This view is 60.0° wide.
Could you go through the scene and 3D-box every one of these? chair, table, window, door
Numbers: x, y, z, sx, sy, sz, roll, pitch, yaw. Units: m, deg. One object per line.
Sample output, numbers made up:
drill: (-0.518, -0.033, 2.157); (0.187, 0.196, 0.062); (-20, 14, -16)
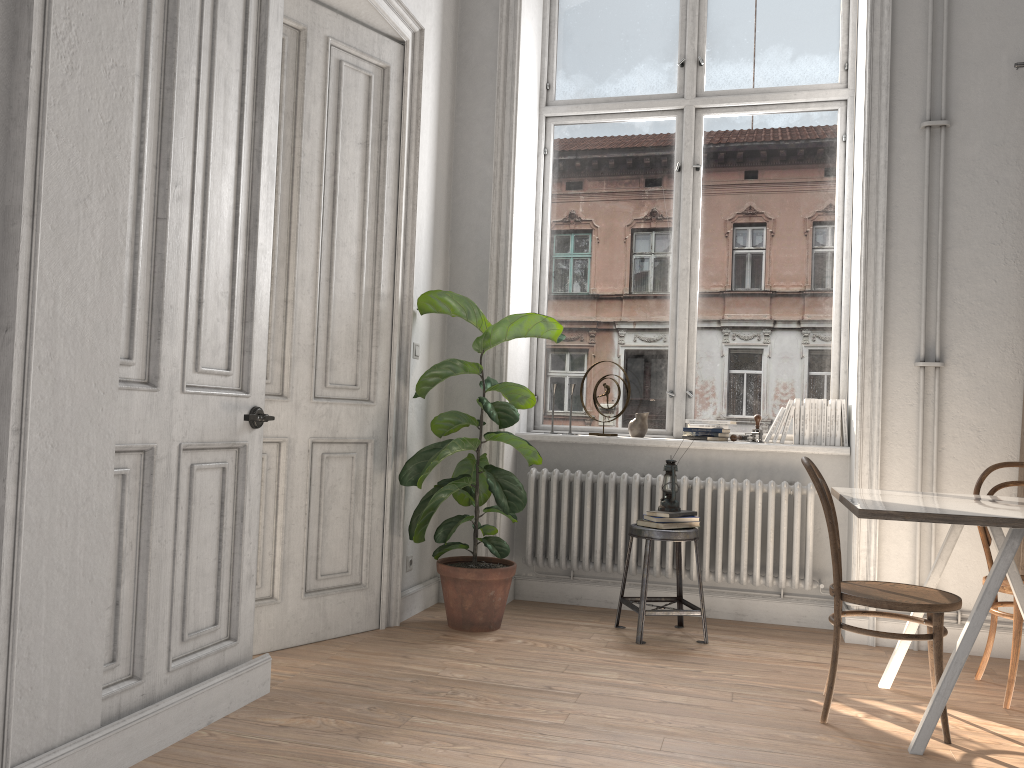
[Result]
chair: (2.111, 0.781, 3.540); (0.438, 0.920, 0.549); (2, -2, 14)
table: (2.265, 0.832, 2.967); (2.200, 0.779, 1.100); (2, -2, 16)
window: (1.015, -1.152, 5.117); (1.622, 2.842, 0.013); (2, -2, 16)
door: (-1.053, -0.329, 2.691); (0.216, 2.813, 1.097); (2, -2, 17)
door: (-0.901, -0.275, 3.855); (0.216, 2.813, 1.097); (1, -3, 40)
chair: (0.731, 0.956, 4.312); (0.364, 0.522, 0.360); (3, -2, -11)
chair: (1.323, 0.736, 3.211); (0.549, 0.920, 0.438); (1, -2, 24)

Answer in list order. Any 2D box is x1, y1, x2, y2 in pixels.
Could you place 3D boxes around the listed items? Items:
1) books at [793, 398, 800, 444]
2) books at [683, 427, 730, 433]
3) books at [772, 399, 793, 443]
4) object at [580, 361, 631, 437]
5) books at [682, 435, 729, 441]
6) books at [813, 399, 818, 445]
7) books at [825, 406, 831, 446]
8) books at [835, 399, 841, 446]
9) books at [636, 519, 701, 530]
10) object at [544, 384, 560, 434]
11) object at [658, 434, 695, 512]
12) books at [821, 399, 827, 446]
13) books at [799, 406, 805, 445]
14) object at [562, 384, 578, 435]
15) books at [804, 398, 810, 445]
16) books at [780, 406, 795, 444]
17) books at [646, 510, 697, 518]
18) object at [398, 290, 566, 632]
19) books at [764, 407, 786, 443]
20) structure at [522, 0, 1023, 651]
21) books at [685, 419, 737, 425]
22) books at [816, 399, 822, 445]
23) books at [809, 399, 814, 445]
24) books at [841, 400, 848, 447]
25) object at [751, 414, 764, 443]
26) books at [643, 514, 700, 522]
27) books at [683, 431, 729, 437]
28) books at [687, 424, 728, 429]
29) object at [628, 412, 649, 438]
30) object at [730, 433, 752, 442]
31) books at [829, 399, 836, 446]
books: (1.529, 0.202, 4.766); (0.024, 0.243, 0.175); (2, -2, 16)
books: (1.067, 0.253, 4.855); (0.221, 0.023, 0.147); (1, -3, 32)
books: (1.453, 0.202, 4.764); (0.100, 0.235, 0.174); (2, -2, 16)
object: (0.525, 0.082, 5.003); (0.087, 0.425, 0.347); (4, -3, -42)
books: (1.058, 0.298, 4.860); (0.147, 0.023, 0.221); (3, -3, -25)
books: (1.614, 0.204, 4.737); (0.019, 0.243, 0.174); (2, -2, 16)
books: (1.672, 0.223, 4.703); (0.020, 0.205, 0.155); (2, -2, 16)
books: (1.719, 0.206, 4.692); (0.024, 0.243, 0.175); (2, -2, 16)
books: (0.767, 0.683, 4.349); (0.246, 0.034, 0.194); (4, -3, -34)
object: (0.237, 0.144, 5.119); (0.095, 0.289, 0.095); (4, -3, -43)
object: (0.809, 0.434, 4.382); (0.163, 0.383, 0.154); (3, -2, -11)
books: (1.651, 0.204, 4.709); (0.019, 0.243, 0.174); (2, -2, 16)
books: (1.548, 0.220, 4.738); (0.020, 0.205, 0.155); (2, -2, 16)
object: (0.335, 0.144, 5.032); (0.095, 0.289, 0.095); (1, -2, 38)
books: (1.567, 0.201, 4.723); (0.024, 0.243, 0.175); (2, -2, 16)
books: (1.477, 0.219, 4.758); (0.072, 0.203, 0.155); (2, -2, 16)
books: (0.783, 0.636, 4.350); (0.221, 0.027, 0.147); (4, -3, -42)
object: (2.223, 0.318, 3.446); (5.826, 1.842, 0.792); (1, -2, 21)
books: (1.416, 0.220, 4.778); (0.105, 0.194, 0.155); (2, -2, 15)
structure: (2.618, -0.950, 4.236); (5.181, 4.472, 0.340); (2, -2, 16)
books: (1.092, 0.208, 4.858); (0.243, 0.019, 0.174); (1, -3, 26)
books: (1.636, 0.205, 4.736); (0.024, 0.243, 0.175); (2, -2, 16)
books: (1.591, 0.202, 4.726); (0.019, 0.243, 0.174); (2, -2, 16)
books: (1.749, 0.207, 4.681); (0.040, 0.244, 0.174); (2, -2, 16)
object: (1.311, 0.238, 4.735); (0.048, 0.153, 0.088); (3, -2, -14)
books: (0.780, 0.658, 4.349); (0.232, 0.029, 0.163); (3, -2, -13)
books: (1.064, 0.275, 4.856); (0.205, 0.022, 0.155); (1, -3, 36)
books: (1.067, 0.232, 4.843); (0.205, 0.020, 0.155); (2, -2, 6)
object: (0.704, 0.227, 4.942); (0.100, 0.142, 0.102); (3, -2, -10)
object: (1.242, 0.290, 4.810); (0.153, 0.048, 0.088); (4, -3, -34)
books: (1.700, 0.206, 4.718); (0.024, 0.243, 0.175); (2, -2, 16)
